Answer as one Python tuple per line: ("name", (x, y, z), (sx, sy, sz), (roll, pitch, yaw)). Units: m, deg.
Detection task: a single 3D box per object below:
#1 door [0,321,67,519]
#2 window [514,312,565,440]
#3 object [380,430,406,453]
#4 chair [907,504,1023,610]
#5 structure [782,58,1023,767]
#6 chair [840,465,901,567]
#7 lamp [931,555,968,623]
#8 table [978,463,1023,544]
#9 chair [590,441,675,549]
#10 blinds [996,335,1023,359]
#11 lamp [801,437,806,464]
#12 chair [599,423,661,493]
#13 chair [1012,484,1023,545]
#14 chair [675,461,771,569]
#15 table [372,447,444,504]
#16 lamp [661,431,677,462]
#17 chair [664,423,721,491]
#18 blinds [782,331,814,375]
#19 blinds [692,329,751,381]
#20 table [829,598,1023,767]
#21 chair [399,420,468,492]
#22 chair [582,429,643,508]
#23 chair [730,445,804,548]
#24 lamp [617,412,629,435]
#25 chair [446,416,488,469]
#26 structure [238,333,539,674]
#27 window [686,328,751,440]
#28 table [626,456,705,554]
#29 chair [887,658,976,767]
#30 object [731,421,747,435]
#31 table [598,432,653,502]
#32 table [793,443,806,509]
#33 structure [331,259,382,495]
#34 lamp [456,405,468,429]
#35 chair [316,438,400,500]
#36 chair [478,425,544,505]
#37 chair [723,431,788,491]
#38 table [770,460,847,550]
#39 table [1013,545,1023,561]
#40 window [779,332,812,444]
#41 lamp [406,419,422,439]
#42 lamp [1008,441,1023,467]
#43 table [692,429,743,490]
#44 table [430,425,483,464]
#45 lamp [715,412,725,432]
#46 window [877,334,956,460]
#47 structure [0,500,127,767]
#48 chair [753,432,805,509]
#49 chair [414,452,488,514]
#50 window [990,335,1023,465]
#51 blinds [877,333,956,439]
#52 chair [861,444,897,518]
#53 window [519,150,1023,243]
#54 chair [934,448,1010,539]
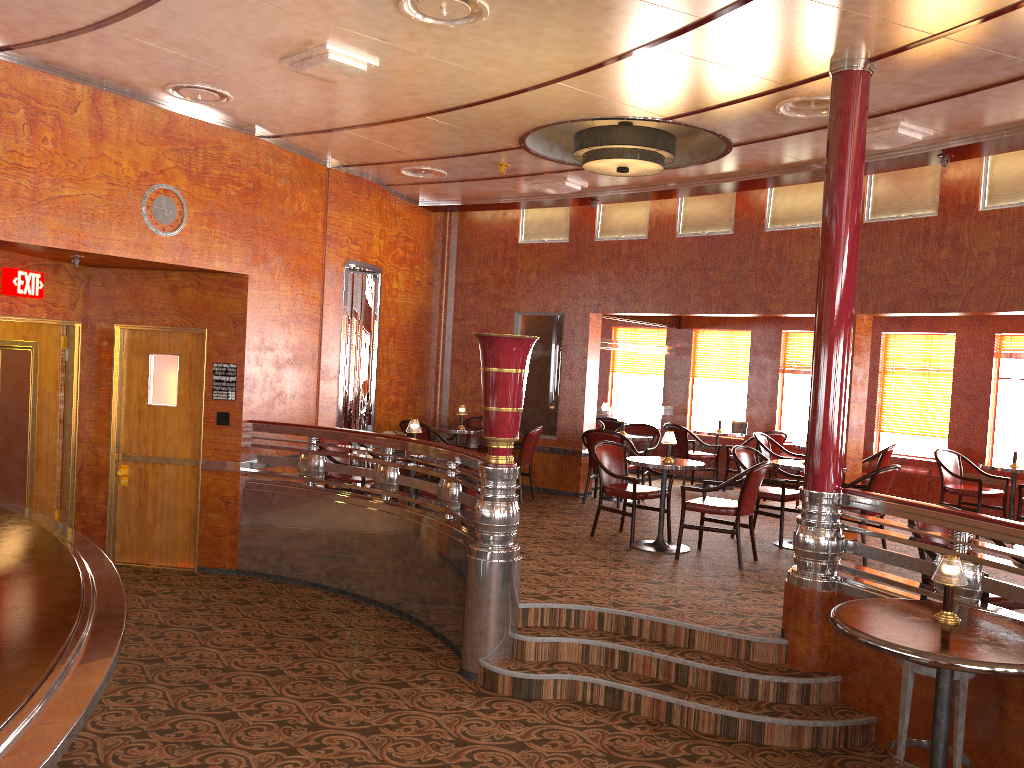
("door", (-4.096, 0.459, 7.280), (0.808, 1.984, 0.063), (3, 2, 1))
("window", (0.353, -0.104, 10.285), (0.806, 1.441, 0.257), (4, 3, 32))
("object", (-0.914, 0.447, 6.933), (0.195, 0.157, 0.169), (3, 2, 2))
("chair", (2.404, 1.081, 4.648), (0.588, 0.817, 0.615), (2, 2, -23))
("structure", (2.448, 0.128, 3.071), (0.549, 3.607, 4.350), (2, 2, -19))
("chair", (2.842, 1.036, 7.326), (0.588, 0.817, 0.615), (1, 3, -43))
("lamp", (1.706, 0.796, 3.459), (0.130, 0.250, 0.130), (4, 2, 18))
("table", (4.874, 1.164, 8.644), (0.639, 0.720, 0.639), (4, 2, 25))
("chair", (0.989, 0.925, 7.629), (0.588, 0.817, 0.615), (1, 3, -43))
("blinds", (5.436, -0.376, 9.151), (0.057, 0.258, 0.803), (2, 2, -37))
("lamp", (2.587, 0.574, 7.732), (0.130, 0.250, 0.130), (2, 2, -27))
("chair", (1.401, 0.878, 10.353), (0.587, 0.817, 0.615), (4, 2, 27))
("chair", (5.153, 1.140, 8.292), (0.588, 0.817, 0.615), (2, 2, -33))
("chair", (1.692, 0.981, 6.980), (0.615, 0.817, 0.588), (4, 2, 32))
("table", (-0.800, 0.890, 7.037), (0.639, 0.720, 0.640), (5, 2, 36))
("lamp", (1.292, 0.513, 7.309), (0.130, 0.250, 0.130), (2, 3, -36))
("chair", (2.214, 0.903, 11.139), (0.615, 0.817, 0.587), (2, 2, -26))
("blinds", (3.755, -0.377, 11.015), (0.803, 0.539, 0.057), (5, 3, 42))
("blinds", (2.791, -0.390, 11.819), (0.803, 0.662, 0.050), (5, 3, 37))
("table", (1.627, 1.400, 3.377), (0.849, 0.961, 0.849), (3, 2, -14))
("chair", (-0.867, 0.780, 9.269), (0.587, 0.817, 0.615), (5, 3, 42))
("chair", (1.048, 0.880, 9.524), (0.587, 0.817, 0.615), (4, 2, 27))
("chair", (2.285, 0.988, 7.987), (0.615, 0.817, 0.588), (5, 3, 42))
("lamp", (1.245, 0.442, 9.942), (0.130, 0.250, 0.130), (2, 3, -36))
("chair", (-0.393, 0.786, 10.041), (0.587, 0.817, 0.615), (4, 2, 17))
("structure", (-0.954, 0.646, 6.365), (0.624, 2.025, 3.167), (1, 3, -43))
("window", (2.788, -0.011, 11.857), (0.838, 1.437, 0.151), (5, 3, 37))
("table", (1.247, 0.995, 7.345), (0.639, 0.720, 0.640), (5, 2, 36))
("chair", (1.869, 1.501, 3.950), (0.350, 0.756, 0.350), (4, 2, 23))
("object", (2.849, 0.546, 11.168), (0.169, 0.156, 0.195), (3, 2, -1))
("table", (1.235, 0.928, 9.944), (0.639, 0.720, 0.640), (5, 2, 36))
("table", (3.439, 1.052, 9.882), (0.639, 0.720, 0.639), (4, 2, 18))
("structure", (-1.482, -0.011, 8.747), (0.557, 2.355, 0.812), (4, 2, 28))
("lamp", (-0.543, 0.352, 9.565), (0.130, 0.250, 0.130), (2, 3, -36))
("chair", (-1.321, 0.803, 7.388), (0.615, 0.817, 0.588), (4, 2, 27))
("chair", (0.005, 0.825, 9.408), (0.615, 0.817, 0.587), (4, 2, 22))
("chair", (3.025, 0.954, 10.905), (0.588, 0.817, 0.615), (2, 2, -26))
("table", (2.558, 1.058, 7.742), (0.639, 0.720, 0.640), (5, 2, 36))
("table", (2.658, 1.158, 4.104), (0.640, 0.720, 0.639), (2, 2, -23))
("window", (3.761, 0.064, 11.065), (0.819, 1.421, 0.040), (5, 3, 42))
("lamp", (-0.777, 0.405, 7.019), (0.130, 0.250, 0.130), (5, 3, 36))
("lamp", (4.896, 0.679, 8.625), (0.130, 0.250, 0.130), (3, 2, -2))
("table", (2.615, 0.967, 11.375), (0.640, 0.720, 0.639), (3, 2, -13))
("table", (-0.596, 0.835, 9.581), (0.639, 0.720, 0.640), (5, 2, 36))
("lamp", (2.658, 0.485, 11.331), (0.130, 0.250, 0.130), (3, 2, 0))
("window", (4.644, 0.136, 10.173), (0.040, 1.421, 0.819), (1, 3, -42))
("structure", (-2.539, 1.187, 0.954), (3.207, 1.048, 7.807), (3, 2, 7))
("chair", (3.047, 0.976, 10.102), (0.615, 0.817, 0.588), (4, 2, 32))
("chair", (-0.347, 0.876, 6.645), (0.615, 0.817, 0.588), (5, 3, 42))
("window", (5.440, 0.206, 9.201), (0.040, 1.421, 0.819), (1, 3, -37))
("blinds", (4.618, 0.012, 10.137), (0.050, 1.174, 0.803), (1, 3, -42))
("chair", (3.841, 1.031, 9.680), (0.615, 0.817, 0.588), (4, 2, 32))
("window", (3.538, -1.554, 5.420), (1.957, 0.480, 11.939), (2, 2, -26))
("chair", (4.613, 1.091, 9.010), (0.588, 0.817, 0.615), (2, 2, -33))
